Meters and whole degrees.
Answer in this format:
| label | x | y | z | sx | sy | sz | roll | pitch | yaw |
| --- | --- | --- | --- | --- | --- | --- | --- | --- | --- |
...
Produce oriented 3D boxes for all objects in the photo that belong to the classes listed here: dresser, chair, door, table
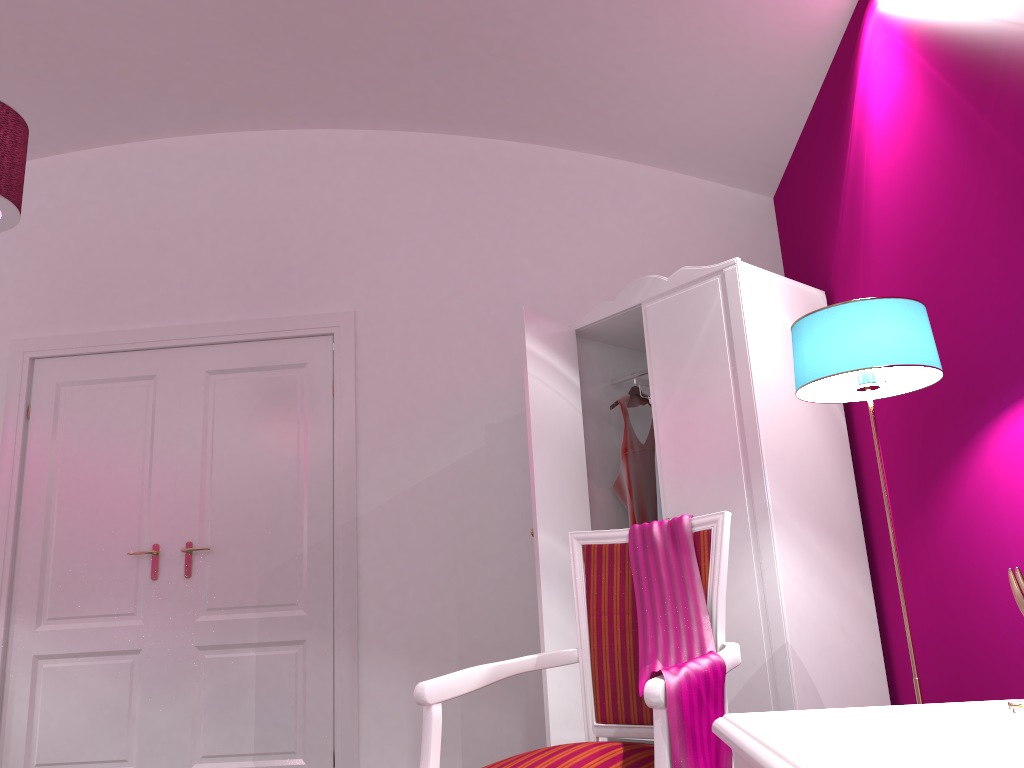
| label | x | y | z | sx | sy | sz | roll | pitch | yaw |
| --- | --- | --- | --- | --- | --- | --- | --- | --- | --- |
| dresser | 0.580 | 0.540 | 3.017 | 0.875 | 1.893 | 0.842 | 10 | -20 | -39 |
| chair | 0.161 | 0.689 | 1.601 | 0.528 | 0.901 | 0.511 | -15 | -19 | 37 |
| door | -1.457 | 0.793 | 3.789 | 1.405 | 2.001 | 0.098 | -4 | -15 | 4 |
| table | 0.451 | 0.540 | 0.528 | 0.526 | 0.592 | 0.856 | -4 | -15 | 4 |

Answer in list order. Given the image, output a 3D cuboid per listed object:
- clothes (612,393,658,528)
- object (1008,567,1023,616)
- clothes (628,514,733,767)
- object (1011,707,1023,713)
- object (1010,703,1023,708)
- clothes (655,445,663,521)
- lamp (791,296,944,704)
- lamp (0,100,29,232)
| label | x | y | z | sx | sy | sz | roll | pitch | yaw |
| --- | --- | --- | --- | --- | --- | --- | --- | --- | --- |
| clothes | 0.495 | 0.625 | 3.324 | 0.315 | 1.237 | 0.173 | 9 | -19 | -37 |
| object | 0.619 | 0.248 | 0.896 | 0.085 | 0.145 | 0.248 | -1 | -16 | -8 |
| clothes | 0.313 | 0.605 | 1.579 | 0.162 | 0.777 | 0.601 | -5 | -16 | 8 |
| object | 0.505 | 0.322 | 0.874 | 0.020 | 0.005 | 0.022 | 11 | -21 | -43 |
| object | 0.524 | 0.331 | 0.914 | 0.020 | 0.006 | 0.020 | -6 | -16 | 10 |
| clothes | 0.638 | 0.570 | 3.202 | 0.180 | 1.199 | 0.191 | -11 | -17 | 27 |
| lamp | 0.800 | 0.473 | 1.799 | 0.303 | 1.352 | 0.303 | 10 | -20 | -39 |
| lamp | -1.772 | -1.322 | 1.788 | 0.377 | 1.129 | 2.377 | -4 | -15 | 4 |
